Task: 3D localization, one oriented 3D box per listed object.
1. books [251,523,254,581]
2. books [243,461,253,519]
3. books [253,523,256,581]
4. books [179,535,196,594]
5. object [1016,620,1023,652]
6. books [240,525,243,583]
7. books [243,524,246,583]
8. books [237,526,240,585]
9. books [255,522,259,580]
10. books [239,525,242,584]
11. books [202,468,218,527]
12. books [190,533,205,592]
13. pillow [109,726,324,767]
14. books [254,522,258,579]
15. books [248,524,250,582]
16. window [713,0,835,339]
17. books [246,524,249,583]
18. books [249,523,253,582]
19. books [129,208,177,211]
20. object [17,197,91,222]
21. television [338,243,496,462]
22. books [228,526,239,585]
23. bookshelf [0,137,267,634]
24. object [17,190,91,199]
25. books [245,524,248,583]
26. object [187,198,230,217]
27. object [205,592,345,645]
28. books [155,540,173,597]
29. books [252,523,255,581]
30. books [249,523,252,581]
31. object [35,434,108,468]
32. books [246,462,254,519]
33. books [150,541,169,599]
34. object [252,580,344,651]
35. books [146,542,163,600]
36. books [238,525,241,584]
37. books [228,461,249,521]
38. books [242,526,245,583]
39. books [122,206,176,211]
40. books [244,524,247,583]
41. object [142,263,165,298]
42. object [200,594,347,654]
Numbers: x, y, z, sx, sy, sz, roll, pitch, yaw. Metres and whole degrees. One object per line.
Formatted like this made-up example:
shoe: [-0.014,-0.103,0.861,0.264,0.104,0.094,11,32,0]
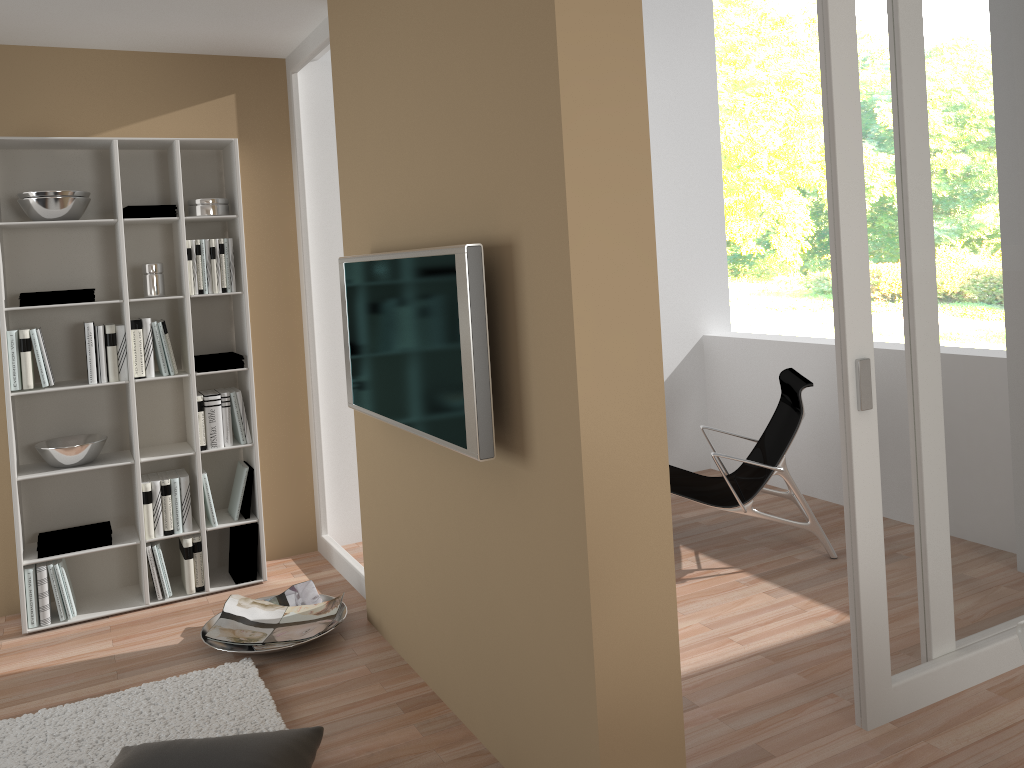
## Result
books: [-1.297,0.804,4.332,0.032,0.271,0.217,-4,4,-27]
books: [-1.319,0.521,4.360,0.043,0.241,0.219,-4,4,-26]
books: [-1.288,0.805,4.338,0.032,0.268,0.211,-4,4,-26]
books: [-1.549,0.841,4.195,0.040,0.257,0.208,-4,4,-27]
object: [0.738,0.414,0.896,0.468,0.430,0.197,-6,3,-27]
books: [-1.341,0.810,4.309,0.032,0.271,0.217,-4,4,-27]
books: [-1.332,0.811,4.315,0.032,0.268,0.211,-4,4,-26]
books: [-1.356,0.814,4.302,0.032,0.268,0.212,-4,4,-27]
books: [-1.278,0.803,4.343,0.032,0.268,0.211,-4,4,-26]
books: [-1.349,0.810,4.311,0.032,0.270,0.214,-4,4,-27]
books: [-1.473,0.540,4.247,0.060,0.259,0.208,-4,4,-27]
books: [-1.515,0.835,4.217,0.040,0.257,0.208,-4,4,-27]
pillow: [-0.856,1.100,2.358,0.609,0.208,0.587,-4,7,-2]
books: [-1.284,0.802,4.341,0.032,0.273,0.219,-4,4,-26]
books: [-1.312,0.808,4.325,0.032,0.268,0.212,-4,4,-27]
window: [6.181,-2.595,8.405,2.090,5.927,12.079,-5,6,-44]
books: [-1.317,0.809,4.323,0.032,0.268,0.211,-4,4,-26]
books: [-1.305,0.805,4.333,0.032,0.270,0.214,-4,4,-27]
books: [-1.733,-0.819,4.182,0.211,0.008,0.298,-9,10,-32]
object: [-2.075,-0.785,4.001,0.298,0.106,0.302,0,8,28]
television: [-0.352,-0.141,2.851,0.054,0.575,1.179,-4,6,-27]
books: [-1.361,0.815,4.301,0.032,0.268,0.211,-4,4,-26]
bookshelf: [-1.786,-0.066,4.150,1.043,2.134,0.333,-5,2,-27]
object: [-2.077,-0.812,4.000,0.298,0.106,0.302,0,8,28]
books: [-1.322,0.809,4.321,0.032,0.268,0.211,-4,4,-26]
object: [-1.479,-0.854,4.289,0.191,0.089,0.194,-2,7,15]
object: [-0.979,0.975,3.650,0.498,0.096,0.346,-3,8,3]
books: [-1.653,0.851,4.161,0.058,0.257,0.208,-4,4,-27]
books: [-1.293,0.805,4.336,0.032,0.268,0.211,-4,4,-26]
books: [-1.310,0.805,4.331,0.032,0.270,0.214,-4,4,-27]
object: [-2.008,0.313,4.022,0.298,0.106,0.302,0,8,28]
books: [-1.312,0.522,4.363,0.043,0.237,0.211,-4,4,-26]
books: [-1.661,0.856,4.139,0.058,0.257,0.208,-4,4,-27]
object: [-0.941,0.980,3.686,0.344,0.096,0.501,-7,9,-27]
books: [-1.686,0.857,4.130,0.060,0.259,0.208,-4,4,-27]
books: [-1.354,0.811,4.308,0.032,0.270,0.214,-4,4,-27]
books: [-1.352,0.523,4.346,0.085,0.245,0.208,-4,4,-27]
books: [-1.337,0.811,4.313,0.032,0.268,0.211,-4,4,-26]
books: [-1.736,-0.829,4.177,0.211,0.007,0.298,-9,10,-32]
books: [-1.328,0.807,4.318,0.032,0.273,0.219,-4,4,-26]
object: [-1.685,-0.487,4.138,0.093,0.161,0.094,-4,3,-13]
object: [-0.975,1.006,3.636,0.585,0.063,0.590,3,10,38]
